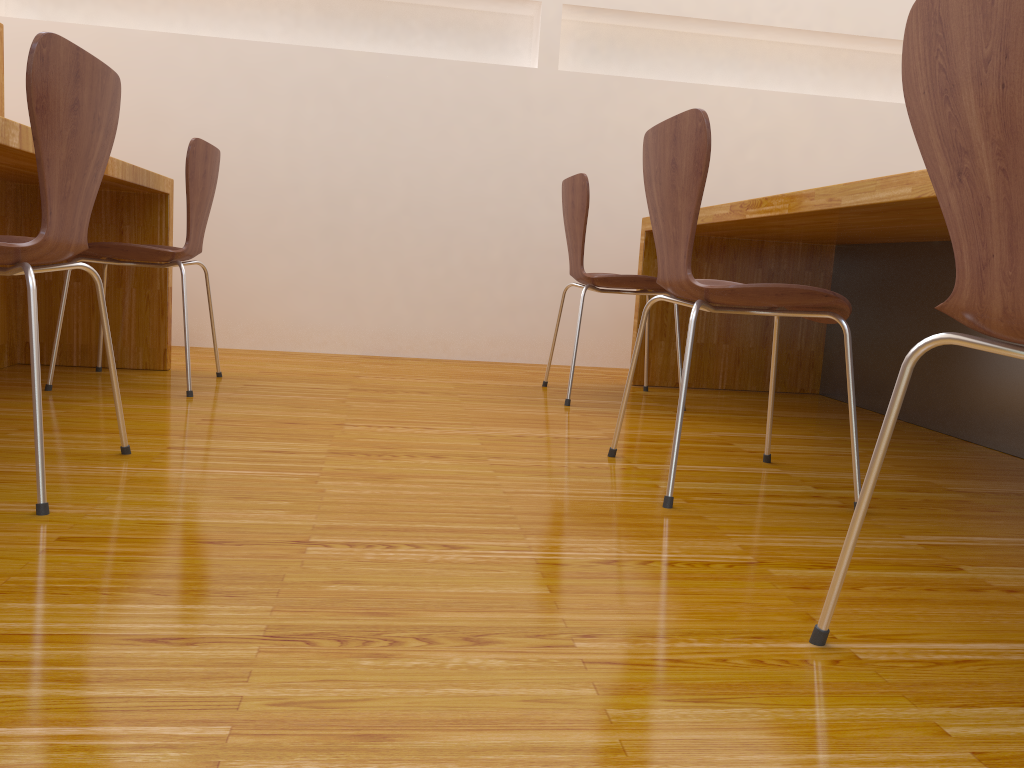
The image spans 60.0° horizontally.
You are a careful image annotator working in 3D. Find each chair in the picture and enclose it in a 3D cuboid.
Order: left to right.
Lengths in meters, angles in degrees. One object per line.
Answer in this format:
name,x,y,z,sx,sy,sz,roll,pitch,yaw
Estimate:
chair,-0.865,-0.183,1.422,0.381,0.693,0.428,3,8,-8
chair,-1.048,-0.338,2.516,0.381,0.693,0.428,3,8,-8
chair,0.338,-0.295,2.841,0.381,0.693,0.428,3,8,-8
chair,0.446,-0.143,1.737,0.381,0.693,0.428,3,8,-8
chair,0.572,-0.010,0.783,0.381,0.693,0.428,3,8,-8

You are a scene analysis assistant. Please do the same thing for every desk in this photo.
desk,-1.486,-0.363,1.158,1.248,1.022,3.216,3,8,-8
desk,1.403,0.036,1.828,1.527,0.785,3.243,3,8,-8
